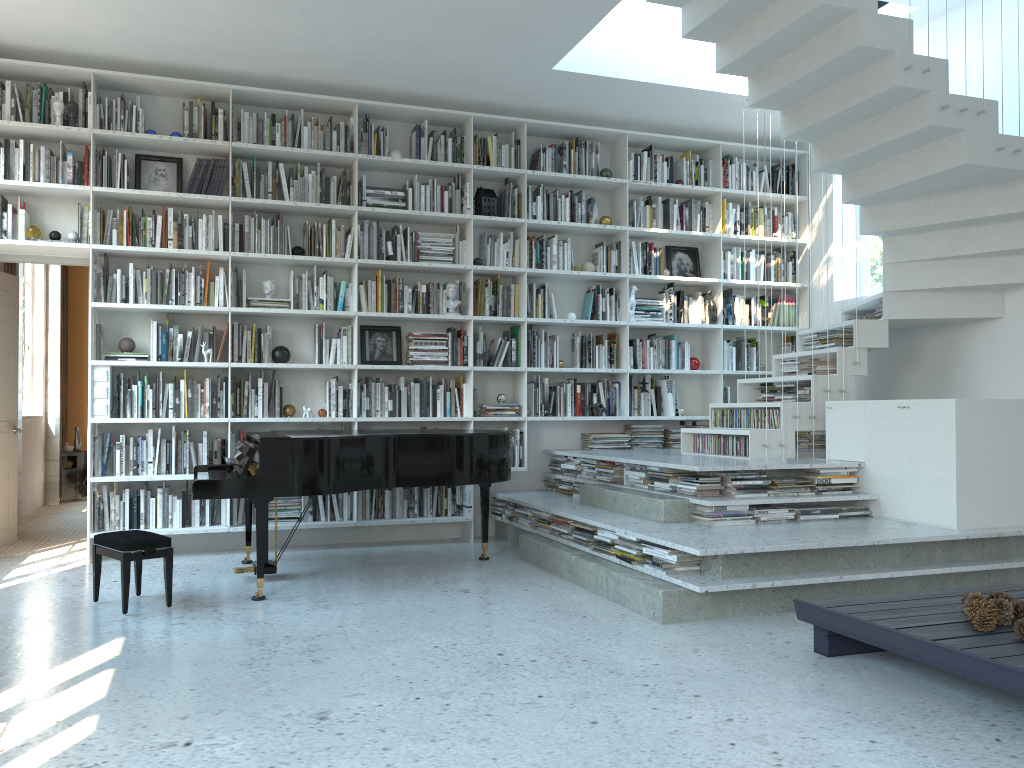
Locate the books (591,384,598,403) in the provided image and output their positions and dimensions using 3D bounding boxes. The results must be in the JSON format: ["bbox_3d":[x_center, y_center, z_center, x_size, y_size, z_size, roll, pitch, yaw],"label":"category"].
[{"bbox_3d":[0.636,0.131,6.965,0.012,0.249,0.164,0,-1,-19],"label":"books"}]

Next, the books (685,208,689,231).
[{"bbox_3d":[1.389,-1.315,7.246,0.031,0.217,0.165,0,-1,-19],"label":"books"}]

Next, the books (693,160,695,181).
[{"bbox_3d":[1.464,-1.701,7.301,0.017,0.257,0.146,0,-1,-19],"label":"books"}]

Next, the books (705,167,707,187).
[{"bbox_3d":[1.570,-1.677,7.346,0.031,0.211,0.131,0,-1,-19],"label":"books"}]

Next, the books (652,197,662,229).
[{"bbox_3d":[1.160,-1.352,7.170,0.026,0.288,0.156,0,-1,-19],"label":"books"}]

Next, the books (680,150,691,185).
[{"bbox_3d":[1.423,-1.733,7.272,0.007,0.320,0.165,0,-1,-19],"label":"books"}]

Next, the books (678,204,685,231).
[{"bbox_3d":[1.357,-1.327,7.228,0.014,0.240,0.189,0,-1,-19],"label":"books"}]

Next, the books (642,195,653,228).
[{"bbox_3d":[1.089,-1.357,7.153,0.011,0.296,0.162,0,-1,-19],"label":"books"}]

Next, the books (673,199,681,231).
[{"bbox_3d":[1.320,-1.348,7.240,0.048,0.283,0.162,0,-1,-19],"label":"books"}]

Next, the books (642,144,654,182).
[{"bbox_3d":[1.096,-1.742,7.150,0.014,0.332,0.180,0,-1,-19],"label":"books"}]

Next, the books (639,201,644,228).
[{"bbox_3d":[1.020,-1.334,7.139,0.026,0.250,0.130,0,-1,-19],"label":"books"}]

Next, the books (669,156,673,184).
[{"bbox_3d":[1.258,-1.703,7.216,0.030,0.257,0.165,0,-1,-19],"label":"books"}]

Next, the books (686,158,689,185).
[{"bbox_3d":[1.396,-1.699,7.262,0.016,0.252,0.189,0,-1,-19],"label":"books"}]

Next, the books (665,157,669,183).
[{"bbox_3d":[1.233,-1.701,7.221,0.012,0.254,0.161,0,-1,-19],"label":"books"}]

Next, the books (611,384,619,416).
[{"bbox_3d":[0.799,0.127,7.016,0.026,0.258,0.156,0,-1,-19],"label":"books"}]

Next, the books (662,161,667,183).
[{"bbox_3d":[1.196,-1.676,7.183,0.024,0.202,0.190,0,-1,-19],"label":"books"}]

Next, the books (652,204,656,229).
[{"bbox_3d":[1.109,-1.321,7.159,0.030,0.224,0.158,0,-1,-19],"label":"books"}]

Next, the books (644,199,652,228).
[{"bbox_3d":[1.075,-1.340,7.138,0.026,0.261,0.167,0,-1,-19],"label":"books"}]

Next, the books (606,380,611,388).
[{"bbox_3d":[0.749,0.116,7.025,0.012,0.282,0.143,0,-1,-19],"label":"books"}]

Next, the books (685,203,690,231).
[{"bbox_3d":[1.411,-1.338,7.264,0.023,0.264,0.156,0,-1,-19],"label":"books"}]

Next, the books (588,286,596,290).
[{"bbox_3d":[0.634,-0.623,6.995,0.016,0.290,0.135,0,-1,-19],"label":"books"}]

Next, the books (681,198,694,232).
[{"bbox_3d":[1.436,-1.353,7.258,0.022,0.294,0.181,0,-1,-19],"label":"books"}]

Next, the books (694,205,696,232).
[{"bbox_3d":[1.462,-1.330,7.278,0.011,0.249,0.152,0,-1,-19],"label":"books"}]

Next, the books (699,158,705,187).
[{"bbox_3d":[1.545,-1.711,7.332,0.025,0.279,0.136,0,-1,-19],"label":"books"}]

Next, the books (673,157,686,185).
[{"bbox_3d":[1.367,-1.702,7.243,0.019,0.256,0.169,0,-1,-19],"label":"books"}]

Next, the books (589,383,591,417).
[{"bbox_3d":[0.573,0.123,6.946,0.026,0.263,0.169,0,-1,-19],"label":"books"}]

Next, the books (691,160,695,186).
[{"bbox_3d":[1.447,-1.697,7.278,0.031,0.248,0.164,0,-1,-19],"label":"books"}]

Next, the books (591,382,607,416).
[{"bbox_3d":[0.674,0.122,6.973,0.070,0.266,0.186,0,-1,-19],"label":"books"}]

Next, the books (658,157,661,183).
[{"bbox_3d":[1.153,-1.694,7.173,0.022,0.236,0.172,0,-1,-19],"label":"books"}]

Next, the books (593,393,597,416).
[{"bbox_3d":[0.620,0.164,6.957,0.025,0.181,0.169,0,-1,-19],"label":"books"}]

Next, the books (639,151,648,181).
[{"bbox_3d":[1.035,-1.715,7.137,0.048,0.278,0.150,0,-1,-19],"label":"books"}]

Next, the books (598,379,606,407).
[{"bbox_3d":[0.710,0.109,6.996,0.013,0.294,0.134,0,-1,-19],"label":"books"}]

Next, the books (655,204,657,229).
[{"bbox_3d":[1.130,-1.326,7.181,0.024,0.236,0.146,0,-1,-19],"label":"books"}]

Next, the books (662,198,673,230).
[{"bbox_3d":[1.225,-1.342,7.148,0.032,0.265,0.245,0,-1,-19],"label":"books"}]

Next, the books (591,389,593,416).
[{"bbox_3d":[0.595,0.149,6.955,0.022,0.211,0.135,0,-1,-19],"label":"books"}]

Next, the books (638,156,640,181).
[{"bbox_3d":[0.976,-1.693,7.115,0.024,0.231,0.168,0,-1,-19],"label":"books"}]

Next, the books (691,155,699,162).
[{"bbox_3d":[1.499,-1.721,7.312,0.020,0.299,0.131,0,-1,-19],"label":"books"}]

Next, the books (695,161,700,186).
[{"bbox_3d":[1.488,-1.690,7.286,0.018,0.235,0.186,0,-1,-19],"label":"books"}]

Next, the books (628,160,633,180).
[{"bbox_3d":[0.910,-1.669,7.076,0.022,0.182,0.190,0,-1,-19],"label":"books"}]

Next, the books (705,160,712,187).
[{"bbox_3d":[1.604,-1.703,7.335,0.026,0.263,0.163,0,-1,-19],"label":"books"}]

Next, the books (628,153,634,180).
[{"bbox_3d":[0.929,-1.703,7.096,0.025,0.250,0.178,0,-1,-19],"label":"books"}]

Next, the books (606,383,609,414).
[{"bbox_3d":[0.726,0.124,7.002,0.021,0.264,0.150,0,-1,-19],"label":"books"}]

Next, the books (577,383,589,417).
[{"bbox_3d":[0.551,0.123,6.931,0.026,0.262,0.173,0,-1,-19],"label":"books"}]

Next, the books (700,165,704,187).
[{"bbox_3d":[1.526,-1.677,7.305,0.029,0.210,0.169,0,-1,-19],"label":"books"}]

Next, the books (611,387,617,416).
[{"bbox_3d":[0.777,0.142,7.001,0.025,0.228,0.175,0,-1,-19],"label":"books"}]

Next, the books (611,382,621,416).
[{"bbox_3d":[0.822,0.120,7.025,0.025,0.272,0.171,0,-1,-19],"label":"books"}]

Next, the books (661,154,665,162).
[{"bbox_3d":[1.204,-1.714,7.214,0.012,0.279,0.153,0,-1,-19],"label":"books"}]

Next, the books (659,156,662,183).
[{"bbox_3d":[1.171,-1.702,7.189,0.021,0.254,0.151,0,-1,-19],"label":"books"}]

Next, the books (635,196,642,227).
[{"bbox_3d":[0.986,-1.351,7.118,0.051,0.282,0.166,0,-1,-19],"label":"books"}]

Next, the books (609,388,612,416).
[{"bbox_3d":[0.746,0.146,6.996,0.013,0.220,0.168,0,-1,-19],"label":"books"}]

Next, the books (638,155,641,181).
[{"bbox_3d":[0.994,-1.701,7.141,0.027,0.249,0.140,0,-1,-19],"label":"books"}]

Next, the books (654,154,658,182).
[{"bbox_3d":[1.136,-1.707,7.167,0.014,0.262,0.168,0,-1,-19],"label":"books"}]

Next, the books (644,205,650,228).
[{"bbox_3d":[1.052,-1.313,7.125,0.025,0.207,0.175,0,-1,-19],"label":"books"}]

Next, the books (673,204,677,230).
[{"bbox_3d":[1.277,-1.323,7.196,0.030,0.230,0.187,0,-1,-19],"label":"books"}]

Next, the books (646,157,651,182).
[{"bbox_3d":[1.072,-1.692,7.151,0.030,0.231,0.148,0,-1,-19],"label":"books"}]

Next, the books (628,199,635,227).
[{"bbox_3d":[0.944,-1.337,7.105,0.012,0.254,0.161,0,-1,-19],"label":"books"}]

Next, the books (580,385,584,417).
[{"bbox_3d":[0.524,0.133,6.939,0.021,0.242,0.131,0,-1,-19],"label":"books"}]

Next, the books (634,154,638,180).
[{"bbox_3d":[0.955,-1.698,7.099,0.026,0.241,0.184,0,-1,-19],"label":"books"}]
